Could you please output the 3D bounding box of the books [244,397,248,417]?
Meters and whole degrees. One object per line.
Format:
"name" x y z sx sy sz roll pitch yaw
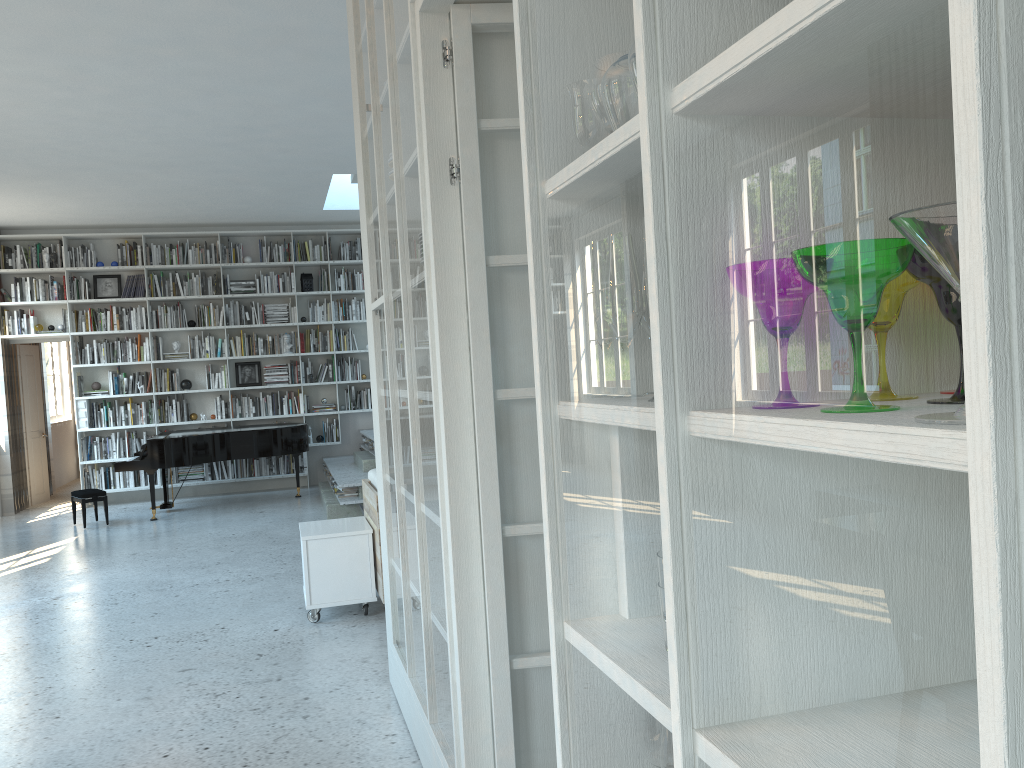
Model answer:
"books" -3.219 0.279 10.753 0.027 0.246 0.179 -4 2 -15

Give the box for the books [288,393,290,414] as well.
"books" -2.743 0.243 10.897 0.014 0.256 0.145 -4 2 -15

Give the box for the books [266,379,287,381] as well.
"books" -2.876 -0.054 10.843 0.254 0.012 0.161 -4 1 -20

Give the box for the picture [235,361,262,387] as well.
"picture" -3.213 -0.120 10.810 0.300 0.300 0.077 -4 2 -15

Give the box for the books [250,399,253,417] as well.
"books" -3.160 0.289 10.762 0.023 0.217 0.174 -4 2 -15

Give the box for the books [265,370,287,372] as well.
"books" -2.883 -0.161 10.842 0.254 0.012 0.161 -4 1 -19

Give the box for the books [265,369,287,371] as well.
"books" -2.884 -0.174 10.843 0.254 0.012 0.161 -4 1 -18

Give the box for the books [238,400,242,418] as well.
"books" -3.293 0.302 10.740 0.024 0.208 0.170 -4 2 -15

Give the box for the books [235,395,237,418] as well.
"books" -3.338 0.272 10.726 0.011 0.275 0.146 -4 2 -15

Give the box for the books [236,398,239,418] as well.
"books" -3.316 0.291 10.722 0.027 0.234 0.167 -4 2 -15

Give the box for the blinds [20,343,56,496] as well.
"blinds" -6.116 -0.149 11.333 0.140 3.232 0.776 -4 2 -15

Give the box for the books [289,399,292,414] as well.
"books" -2.717 0.278 10.879 0.023 0.183 0.169 -4 2 -15

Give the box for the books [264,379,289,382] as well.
"books" -2.875 -0.042 10.843 0.285 0.012 0.159 -4 1 -10

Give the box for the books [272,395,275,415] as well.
"books" -2.918 0.256 10.847 0.011 0.252 0.158 -4 2 -15

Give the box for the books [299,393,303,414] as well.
"books" -2.594 0.239 10.908 0.033 0.246 0.176 -4 2 -15

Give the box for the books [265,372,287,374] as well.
"books" -2.881 -0.137 10.844 0.254 0.012 0.161 -4 1 -12

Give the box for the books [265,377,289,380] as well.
"books" -2.879 -0.065 10.854 0.285 0.012 0.159 -4 1 -15

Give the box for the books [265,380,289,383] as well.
"books" -2.877 -0.030 10.852 0.285 0.012 0.159 -4 1 -16

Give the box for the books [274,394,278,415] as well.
"books" -2.886 0.248 10.838 0.028 0.264 0.161 -4 2 -15

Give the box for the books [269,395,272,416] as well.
"books" -2.945 0.262 10.822 0.026 0.245 0.191 -4 2 -15

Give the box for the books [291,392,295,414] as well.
"books" -2.689 0.232 10.898 0.026 0.272 0.175 -4 2 -15

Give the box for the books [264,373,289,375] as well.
"books" -2.880 -0.125 10.840 0.285 0.012 0.159 -4 1 -10

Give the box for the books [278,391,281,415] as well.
"books" -2.848 0.230 10.852 0.012 0.297 0.177 -4 2 -15

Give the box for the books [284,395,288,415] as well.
"books" -2.769 0.256 10.870 0.023 0.234 0.174 -4 2 -15

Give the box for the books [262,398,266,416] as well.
"books" -3.026 0.279 10.820 0.025 0.220 0.140 -4 2 -15

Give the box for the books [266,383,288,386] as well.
"books" -2.873 0.007 10.847 0.254 0.012 0.161 -4 1 -19

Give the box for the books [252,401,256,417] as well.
"books" -3.133 0.305 10.765 0.029 0.184 0.174 -4 2 -15

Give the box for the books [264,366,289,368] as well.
"books" -2.885 -0.210 10.837 0.285 0.012 0.159 -4 1 -20

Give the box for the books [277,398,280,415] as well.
"books" -2.864 0.277 10.859 0.021 0.203 0.128 -4 2 -15

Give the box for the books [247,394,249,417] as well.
"books" -3.200 0.260 10.754 0.013 0.282 0.166 -4 2 -15

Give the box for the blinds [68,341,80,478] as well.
"blinds" -6.839 -0.160 14.030 0.140 3.232 0.776 -4 2 -15

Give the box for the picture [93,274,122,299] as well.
"picture" -4.737 -1.130 10.385 0.300 0.300 0.077 -4 2 -15

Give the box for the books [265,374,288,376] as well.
"books" -2.879 -0.113 10.841 0.254 0.012 0.161 -4 1 -20

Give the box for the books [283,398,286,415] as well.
"books" -2.791 0.272 10.864 0.023 0.204 0.167 -4 2 -15

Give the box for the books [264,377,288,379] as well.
"books" -2.880 -0.077 10.851 0.285 0.012 0.159 -4 1 -14

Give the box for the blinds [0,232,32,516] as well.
"blinds" -5.811 -0.144 10.195 0.140 3.232 0.776 -4 2 -15

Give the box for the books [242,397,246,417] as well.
"books" -3.248 0.280 10.763 0.024 0.248 0.132 -4 2 -15

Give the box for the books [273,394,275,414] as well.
"books" -2.906 0.251 10.840 0.010 0.261 0.181 -4 2 -15

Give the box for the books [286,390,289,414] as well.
"books" -2.756 0.225 10.885 0.014 0.294 0.137 -4 2 -15

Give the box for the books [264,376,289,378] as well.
"books" -2.880 -0.089 10.848 0.285 0.012 0.159 -4 1 -13

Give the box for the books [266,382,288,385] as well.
"books" -2.875 -0.006 10.851 0.254 0.012 0.161 -4 1 -13

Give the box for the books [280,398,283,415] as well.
"books" -2.827 0.273 10.856 0.024 0.207 0.183 -4 2 -15

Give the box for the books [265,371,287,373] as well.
"books" -2.883 -0.149 10.844 0.254 0.012 0.161 -4 1 -18

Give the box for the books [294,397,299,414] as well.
"books" -2.651 0.259 10.897 0.042 0.212 0.169 -4 2 -15

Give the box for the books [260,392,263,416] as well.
"books" -3.051 0.245 10.804 0.026 0.292 0.152 -4 2 -15

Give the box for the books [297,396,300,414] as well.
"books" -2.626 0.256 10.905 0.011 0.216 0.166 -4 2 -15

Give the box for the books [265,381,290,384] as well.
"books" -2.874 -0.018 10.843 0.285 0.012 0.159 -4 1 -20

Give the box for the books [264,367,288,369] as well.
"books" -2.886 -0.198 10.845 0.285 0.012 0.159 -4 1 -13

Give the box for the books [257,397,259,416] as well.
"books" -3.090 0.278 10.794 0.013 0.230 0.139 -4 2 -15

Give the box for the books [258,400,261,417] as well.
"books" -3.068 0.294 10.787 0.023 0.196 0.165 -4 2 -15

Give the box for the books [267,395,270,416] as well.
"books" -2.977 0.258 10.842 0.025 0.254 0.136 -4 2 -15

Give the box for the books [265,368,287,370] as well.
"books" -2.884 -0.186 10.841 0.254 0.012 0.161 -4 1 -19

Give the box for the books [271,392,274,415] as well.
"books" -2.933 0.240 10.850 0.014 0.286 0.134 -4 2 -15

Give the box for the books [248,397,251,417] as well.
"books" -3.188 0.277 10.777 0.021 0.244 0.141 -4 2 -15

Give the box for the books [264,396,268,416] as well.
"books" -2.999 0.269 10.820 0.031 0.237 0.159 -4 2 -15

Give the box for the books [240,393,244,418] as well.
"books" -3.276 0.260 10.762 0.027 0.291 0.140 -4 2 -15

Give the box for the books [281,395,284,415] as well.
"books" -2.813 0.258 10.871 0.014 0.235 0.154 -4 2 -15

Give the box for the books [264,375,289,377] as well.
"books" -2.878 -0.101 10.841 0.285 0.012 0.159 -4 1 -10

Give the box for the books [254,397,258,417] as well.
"books" -3.108 0.276 10.778 0.029 0.238 0.165 -4 2 -15
